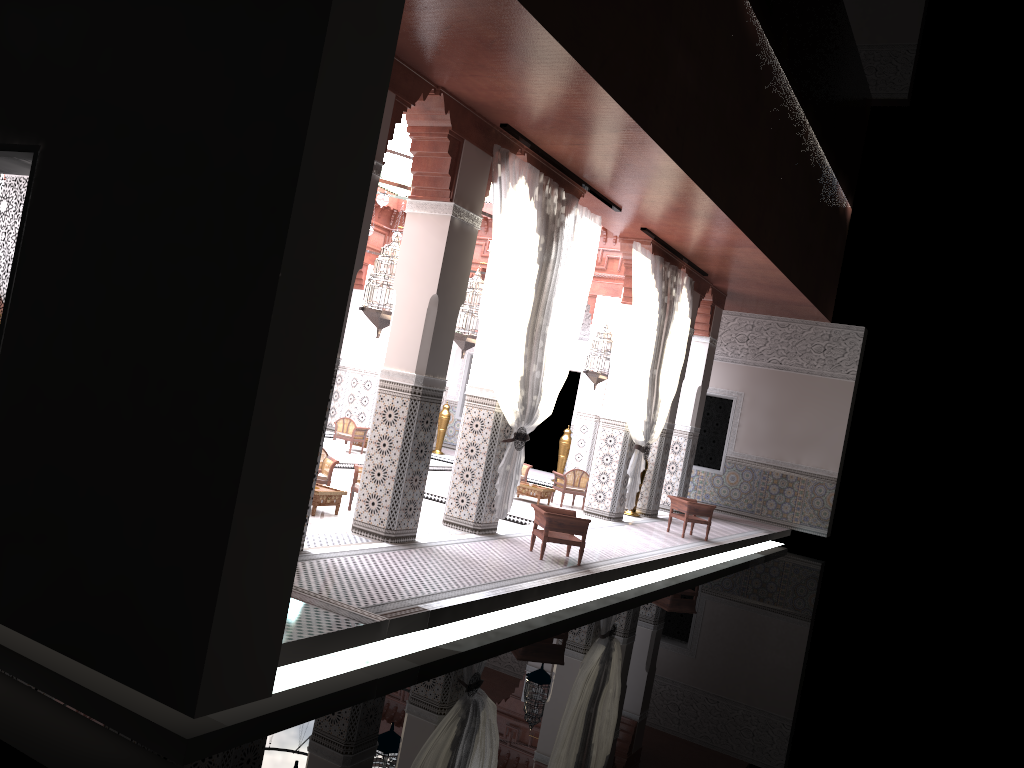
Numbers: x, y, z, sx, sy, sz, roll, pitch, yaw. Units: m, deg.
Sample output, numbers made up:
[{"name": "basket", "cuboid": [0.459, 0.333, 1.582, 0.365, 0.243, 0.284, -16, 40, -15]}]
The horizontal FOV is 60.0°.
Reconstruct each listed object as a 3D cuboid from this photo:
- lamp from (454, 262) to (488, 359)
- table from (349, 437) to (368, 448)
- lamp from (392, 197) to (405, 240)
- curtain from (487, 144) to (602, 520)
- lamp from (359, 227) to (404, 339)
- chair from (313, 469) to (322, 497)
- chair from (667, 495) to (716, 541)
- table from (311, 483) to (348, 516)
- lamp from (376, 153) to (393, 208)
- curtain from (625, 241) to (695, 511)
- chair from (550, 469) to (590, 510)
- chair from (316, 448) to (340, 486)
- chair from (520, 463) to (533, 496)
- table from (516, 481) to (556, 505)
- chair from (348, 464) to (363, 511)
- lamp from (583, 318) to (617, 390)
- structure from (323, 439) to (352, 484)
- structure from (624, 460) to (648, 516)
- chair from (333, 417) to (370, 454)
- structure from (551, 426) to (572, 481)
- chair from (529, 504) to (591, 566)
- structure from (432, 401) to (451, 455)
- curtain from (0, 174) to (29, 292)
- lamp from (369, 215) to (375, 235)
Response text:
[{"name": "lamp", "cuboid": [-0.215, -0.407, 4.791, 0.221, 0.552, 0.216, 10, -1, 29]}, {"name": "table", "cuboid": [-1.336, 0.576, 8.277, 0.330, 0.142, 0.229, 10, -1, 29]}, {"name": "lamp", "cuboid": [-0.887, -1.300, 7.038, 0.090, 0.371, 0.091, 10, -1, 44]}, {"name": "curtain", "cuboid": [0.105, -0.166, 4.587, 0.129, 1.764, 1.303, 10, -1, 29]}, {"name": "lamp", "cuboid": [-0.572, -0.483, 4.127, 0.221, 0.552, 0.216, 10, -1, 29]}, {"name": "chair", "cuboid": [-1.111, 0.484, 4.356, 0.263, 0.313, 0.208, 10, -1, 43]}, {"name": "chair", "cuboid": [1.210, 0.920, 6.075, 0.234, 0.252, 0.259, 11, -1, -22]}, {"name": "table", "cuboid": [-1.064, 0.584, 4.612, 0.330, 0.142, 0.229, 10, -1, 29]}, {"name": "lamp", "cuboid": [-0.799, -1.300, 5.611, 0.091, 0.371, 0.090, 11, -1, -6]}, {"name": "curtain", "cuboid": [0.973, 0.019, 6.197, 0.137, 1.761, 1.304, 10, -1, 29]}, {"name": "chair", "cuboid": [0.462, 0.813, 7.008, 0.263, 0.313, 0.208, 11, -1, -21]}, {"name": "chair", "cuboid": [-1.125, 0.489, 4.917, 0.263, 0.313, 0.208, 11, -1, -25]}, {"name": "chair", "cuboid": [-0.009, 0.727, 7.231, 0.263, 0.313, 0.208, 11, -1, -25]}, {"name": "table", "cuboid": [0.134, 0.837, 6.841, 0.330, 0.142, 0.229, 10, -1, 29]}, {"name": "chair", "cuboid": [-0.734, 0.561, 4.809, 0.208, 0.313, 0.263, 11, -1, -31]}, {"name": "lamp", "cuboid": [0.647, -0.225, 6.397, 0.221, 0.552, 0.216, 10, -1, 29]}, {"name": "structure", "cuboid": [-1.398, 0.553, 6.356, 0.501, 0.310, 0.528, 10, -1, 29]}, {"name": "structure", "cuboid": [0.952, 0.725, 6.735, 0.156, 0.539, 0.156, 11, -1, -44]}, {"name": "chair", "cuboid": [-1.461, 0.462, 8.007, 0.263, 0.313, 0.208, 10, -1, 25]}, {"name": "structure", "cuboid": [0.487, 0.656, 8.352, 0.156, 0.539, 0.156, 11, -1, -11]}, {"name": "chair", "cuboid": [0.210, 0.734, 4.253, 0.234, 0.252, 0.259, 11, -1, -13]}, {"name": "structure", "cuboid": [-0.706, 0.438, 9.016, 0.156, 0.539, 0.156, 11, -1, -11]}, {"name": "curtain", "cuboid": [-3.411, -0.806, 6.538, 0.048, 1.761, 1.304, 10, -1, 29]}, {"name": "lamp", "cuboid": [-1.112, -1.343, 7.007, 0.090, 0.371, 0.091, 10, -1, 24]}]
